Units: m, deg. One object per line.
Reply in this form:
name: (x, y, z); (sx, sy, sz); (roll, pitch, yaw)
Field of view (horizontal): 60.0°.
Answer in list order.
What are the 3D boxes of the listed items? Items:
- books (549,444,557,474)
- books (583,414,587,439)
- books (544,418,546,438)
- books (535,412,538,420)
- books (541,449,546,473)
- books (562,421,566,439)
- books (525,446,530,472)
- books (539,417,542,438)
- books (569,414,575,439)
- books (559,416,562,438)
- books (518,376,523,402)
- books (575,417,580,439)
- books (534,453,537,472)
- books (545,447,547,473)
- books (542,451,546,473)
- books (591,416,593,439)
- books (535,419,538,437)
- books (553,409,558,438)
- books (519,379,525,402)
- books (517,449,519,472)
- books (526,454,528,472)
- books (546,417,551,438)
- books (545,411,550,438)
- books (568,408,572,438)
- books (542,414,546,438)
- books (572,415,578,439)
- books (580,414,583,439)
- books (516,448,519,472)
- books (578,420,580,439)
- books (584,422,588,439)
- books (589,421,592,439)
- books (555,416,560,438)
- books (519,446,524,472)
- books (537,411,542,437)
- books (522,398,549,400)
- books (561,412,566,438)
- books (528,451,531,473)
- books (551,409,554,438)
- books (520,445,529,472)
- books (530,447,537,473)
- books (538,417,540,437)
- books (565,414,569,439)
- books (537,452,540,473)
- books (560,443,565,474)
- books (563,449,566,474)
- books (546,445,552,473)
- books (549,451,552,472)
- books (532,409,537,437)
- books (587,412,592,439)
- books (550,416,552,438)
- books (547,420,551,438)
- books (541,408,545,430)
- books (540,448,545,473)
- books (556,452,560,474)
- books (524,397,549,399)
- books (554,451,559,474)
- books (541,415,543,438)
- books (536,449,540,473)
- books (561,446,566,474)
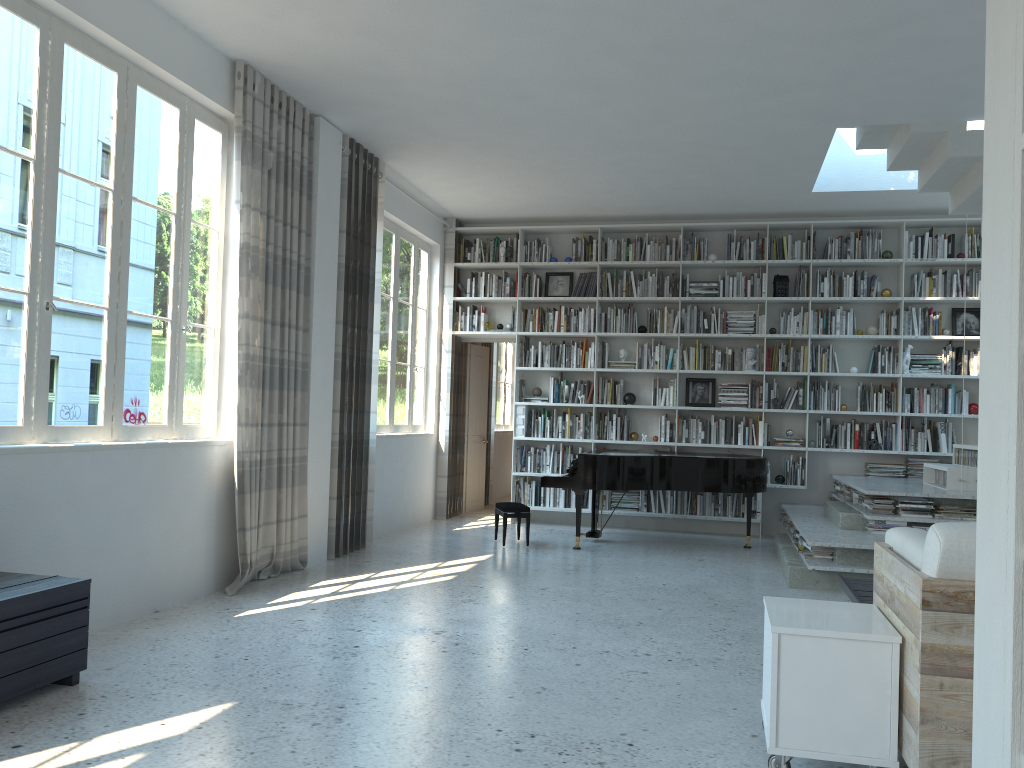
books: (0.434, 0.790, 9.384); (0.039, 0.307, 0.172); (2, -2, 13)
books: (0.765, 0.449, 9.332); (0.013, 0.260, 0.142); (2, -2, 13)
books: (0.365, 0.465, 9.435); (0.016, 0.211, 0.146); (2, -2, 13)
books: (0.266, 0.435, 9.436); (0.007, 0.264, 0.177); (2, -2, 13)
books: (0.331, 0.815, 9.400); (0.010, 0.252, 0.178); (2, -2, 13)
books: (0.564, 0.483, 9.360); (0.029, 0.181, 0.190); (2, -2, 13)
books: (0.168, 0.802, 9.465); (0.010, 0.273, 0.150); (2, -2, 13)
books: (0.316, 0.460, 9.421); (0.015, 0.217, 0.180); (2, -2, 13)
books: (0.636, 0.445, 9.343); (0.028, 0.260, 0.181); (2, -2, 13)
books: (0.526, 0.458, 9.380); (0.027, 0.230, 0.159); (2, -2, 13)
books: (0.093, 0.055, 9.509); (0.012, 0.285, 0.159); (2, -2, 13)
books: (0.693, 0.463, 9.349); (0.025, 0.229, 0.153); (2, -2, 13)
books: (0.260, 0.841, 9.449); (0.025, 0.200, 0.137); (2, -2, 13)
books: (0.377, 0.807, 9.423); (0.013, 0.273, 0.146); (2, -2, 13)
books: (0.352, 0.828, 9.408); (0.028, 0.229, 0.157); (2, -2, 13)
books: (0.849, 0.461, 9.299); (0.010, 0.240, 0.174); (2, -2, 13)
books: (0.274, 0.472, 9.416); (0.019, 0.189, 0.193); (2, -2, 13)
books: (0.465, 0.419, 9.394); (0.012, 0.306, 0.189); (2, -2, 13)
books: (0.109, 0.076, 9.494); (0.028, 0.243, 0.156); (2, -2, 13)
books: (0.085, 0.816, 9.472); (0.029, 0.239, 0.154); (2, -2, 13)
books: (0.184, 0.840, 9.461); (0.024, 0.197, 0.148); (2, -2, 13)
books: (0.389, 0.460, 9.403); (0.015, 0.219, 0.190); (2, -2, 13)
books: (0.378, 0.426, 9.400); (0.007, 0.286, 0.182); (2, -2, 13)
books: (0.615, 0.414, 9.358); (0.021, 0.322, 0.172); (2, -2, 13)
books: (0.346, 0.446, 9.408); (0.009, 0.244, 0.184); (2, -2, 13)
books: (0.664, 0.452, 9.341); (0.028, 0.249, 0.159); (2, -2, 13)
books: (0.745, 0.445, 9.318); (0.021, 0.265, 0.185); (2, -2, 13)
books: (0.069, 0.809, 9.490); (0.012, 0.254, 0.161); (2, -2, 13)
books: (0.717, 0.481, 9.346); (0.023, 0.194, 0.140); (2, -2, 13)
books: (0.790, 0.489, 9.325); (0.041, 0.181, 0.141); (1, -2, 13)
books: (0.838, 0.488, 9.327); (0.023, 0.187, 0.130); (2, -2, 13)
books: (0.495, 0.458, 9.405); (0.045, 0.230, 0.138); (2, -2, 13)
books: (0.101, 0.797, 9.452); (0.011, 0.277, 0.189); (2, -2, 13)
books: (0.293, 0.428, 9.434); (0.008, 0.279, 0.164); (2, -2, 13)
books: (0.266, 0.159, 9.455); (0.285, 0.012, 0.159); (1, -2, 17)
books: (0.547, 0.433, 9.375); (0.014, 0.282, 0.150); (2, -2, 13)
books: (0.202, 0.828, 9.435); (0.022, 0.220, 0.187); (2, -2, 13)
books: (0.447, 0.421, 9.386); (0.019, 0.300, 0.180); (2, -2, 13)
books: (0.134, 0.795, 9.453); (0.052, 0.283, 0.172); (2, -2, 13)
books: (0.230, 0.806, 9.435); (0.029, 0.266, 0.171); (2, -2, 13)
books: (0.304, 0.459, 9.437); (0.015, 0.218, 0.176); (2, -2, 13)
books: (0.594, 0.448, 9.364); (0.026, 0.254, 0.176); (2, -2, 13)
books: (0.300, 0.829, 9.409); (0.028, 0.223, 0.189); (2, -2, 13)
books: (0.529, 0.783, 9.358); (0.014, 0.325, 0.170); (2, -2, 13)
books: (0.566, 0.821, 9.375); (0.029, 0.254, 0.153); (2, -2, 13)
books: (0.395, 0.794, 9.411); (0.027, 0.299, 0.142); (2, -2, 13)
books: (0.413, 0.828, 9.408); (0.012, 0.232, 0.148); (2, -2, 13)
books: (0.237, 0.420, 9.455); (0.014, 0.294, 0.171); (2, -2, 13)
books: (0.814, 0.437, 9.301); (0.014, 0.286, 0.179); (2, -2, 13)
books: (0.428, 0.457, 9.425); (0.016, 0.230, 0.136); (2, -2, 13)
books: (0.403, 0.476, 9.395); (0.016, 0.189, 0.183); (2, -2, 13)
books: (0.330, 0.411, 9.429); (0.006, 0.315, 0.145); (2, -2, 13)
books: (0.321, 0.813, 9.407); (0.013, 0.257, 0.189); (2, -2, 13)
books: (0.499, 0.834, 9.385); (0.028, 0.224, 0.134); (2, -2, 13)
books: (0.268, 0.147, 9.462); (0.254, 0.012, 0.161); (1, -2, 14)
books: (0.472, 0.826, 9.396); (0.031, 0.238, 0.132); (2, -2, 13)
books: (0.338, 0.447, 9.424); (0.014, 0.243, 0.171); (2, -2, 13)
books: (0.284, 0.817, 9.448); (0.022, 0.248, 0.134); (2, -2, 13)
books: (0.543, 0.799, 9.362); (0.012, 0.295, 0.176); (2, -2, 13)
